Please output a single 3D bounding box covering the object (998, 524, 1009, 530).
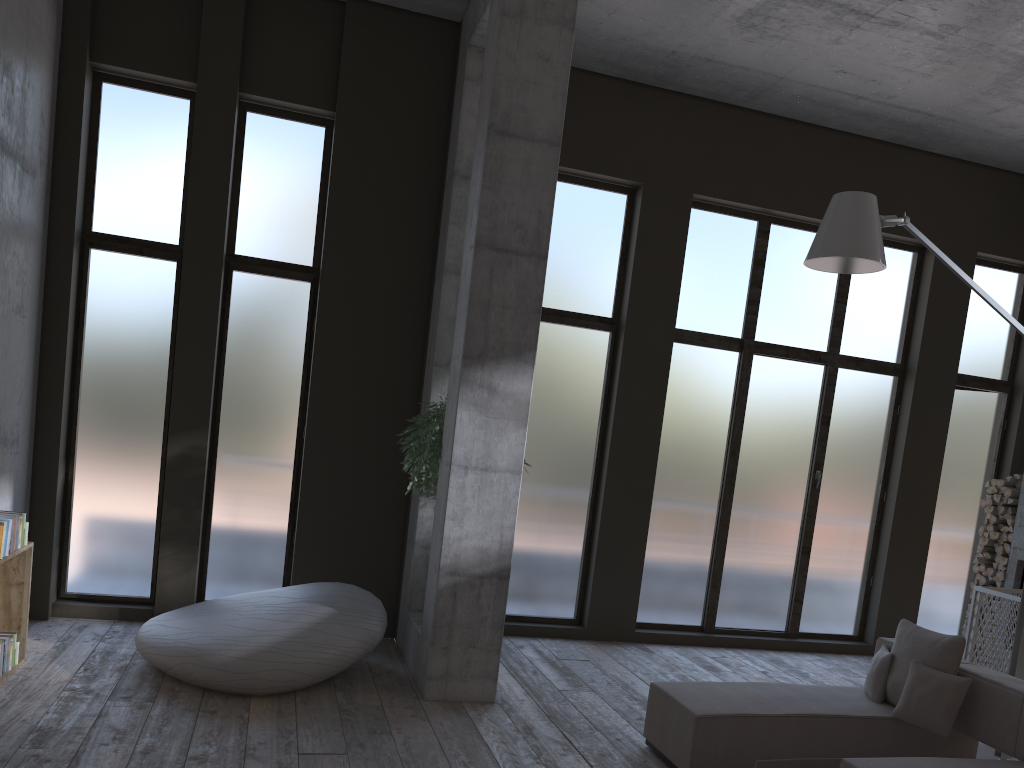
[{"bbox_3d":[5.298,1.532,9.240,0.364,0.087,0.100,8,0,-16],"label":"object"}]

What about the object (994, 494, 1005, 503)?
[{"bbox_3d":[5.274,1.218,9.189,0.481,0.084,0.093,8,0,-16],"label":"object"}]

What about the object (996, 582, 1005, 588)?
[{"bbox_3d":[5.232,2.114,9.143,0.427,0.086,0.066,8,2,-18],"label":"object"}]

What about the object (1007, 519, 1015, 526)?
[{"bbox_3d":[5.308,1.457,9.082,0.427,0.086,0.066,8,2,-18],"label":"object"}]

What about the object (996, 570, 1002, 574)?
[{"bbox_3d":[5.254,1.985,9.165,0.425,0.072,0.066,8,1,-16],"label":"object"}]

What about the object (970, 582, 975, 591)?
[{"bbox_3d":[5.110,2.206,9.446,0.366,0.109,0.087,7,2,-16],"label":"object"}]

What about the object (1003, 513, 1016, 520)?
[{"bbox_3d":[5.296,1.390,9.107,0.365,0.068,0.121,7,-1,-14],"label":"object"}]

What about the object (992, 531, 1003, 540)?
[{"bbox_3d":[5.264,1.612,9.205,0.481,0.084,0.092,8,0,-16],"label":"object"}]

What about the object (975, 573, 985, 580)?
[{"bbox_3d":[5.140,2.093,9.421,0.293,0.104,0.100,7,1,-14],"label":"object"}]

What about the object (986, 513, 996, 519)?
[{"bbox_3d":[5.217,1.435,9.360,0.293,0.104,0.100,7,1,-14],"label":"object"}]

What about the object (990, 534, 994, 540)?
[{"bbox_3d":[5.241,1.616,9.216,0.437,0.080,0.114,8,-1,-16],"label":"object"}]

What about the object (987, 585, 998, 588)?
[{"bbox_3d":[5.221,2.190,9.301,0.364,0.087,0.100,8,0,-16],"label":"object"}]

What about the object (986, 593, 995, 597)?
[{"bbox_3d":[5.193,2.201,9.193,0.457,0.090,0.090,7,1,-14],"label":"object"}]

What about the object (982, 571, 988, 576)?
[{"bbox_3d":[5.160,2.023,9.315,0.333,0.057,0.088,8,-1,-16],"label":"object"}]

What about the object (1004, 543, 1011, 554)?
[{"bbox_3d":[5.256,1.717,9.061,0.366,0.109,0.087,7,2,-16],"label":"object"}]

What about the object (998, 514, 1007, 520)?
[{"bbox_3d":[5.272,1.406,9.207,0.361,0.075,0.064,8,1,-17],"label":"object"}]

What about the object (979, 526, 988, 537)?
[{"bbox_3d":[5.177,1.593,9.407,0.365,0.127,0.063,7,3,-17],"label":"object"}]

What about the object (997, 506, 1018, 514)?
[{"bbox_3d":[5.283,1.335,9.164,0.457,0.090,0.090,8,1,-17],"label":"object"}]

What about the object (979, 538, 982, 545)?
[{"bbox_3d":[5.174,1.700,9.355,0.424,0.068,0.066,8,1,-16],"label":"object"}]

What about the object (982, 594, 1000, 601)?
[{"bbox_3d":[5.187,2.270,9.266,0.481,0.084,0.092,8,0,-16],"label":"object"}]

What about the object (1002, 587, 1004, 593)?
[{"bbox_3d":[5.242,2.144,9.093,0.427,0.086,0.066,8,2,-18],"label":"object"}]

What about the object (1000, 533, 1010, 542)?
[{"bbox_3d":[5.303,1.612,9.130,0.457,0.090,0.090,8,1,-16],"label":"object"}]

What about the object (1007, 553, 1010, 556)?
[{"bbox_3d":[5.311,1.773,9.105,0.364,0.087,0.100,8,0,-16],"label":"object"}]

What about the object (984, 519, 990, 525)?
[{"bbox_3d":[5.135,1.473,9.325,0.252,0.073,0.045,7,3,-16],"label":"object"}]

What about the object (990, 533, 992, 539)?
[{"bbox_3d":[5.245,1.624,9.279,0.424,0.068,0.066,8,1,-16],"label":"object"}]

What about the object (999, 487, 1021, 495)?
[{"bbox_3d":[5.260,1.127,9.135,0.364,0.085,0.103,8,0,-16],"label":"object"}]

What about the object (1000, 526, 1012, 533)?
[{"bbox_3d":[5.312,1.541,9.141,0.437,0.080,0.114,8,-1,-16],"label":"object"}]

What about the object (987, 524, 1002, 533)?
[{"bbox_3d":[5.251,1.546,9.309,0.439,0.094,0.091,8,1,-16],"label":"object"}]

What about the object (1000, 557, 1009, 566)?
[{"bbox_3d":[5.277,1.853,9.070,0.481,0.084,0.092,8,0,-16],"label":"object"}]

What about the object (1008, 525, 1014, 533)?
[{"bbox_3d":[5.316,1.512,9.060,0.424,0.073,0.070,8,1,-16],"label":"object"}]

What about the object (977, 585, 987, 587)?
[{"bbox_3d":[5.175,2.204,9.371,0.439,0.094,0.091,8,1,-16],"label":"object"}]

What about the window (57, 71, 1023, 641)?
[{"bbox_3d":[0.911,0.266,8.305,9.243,4.217,0.206,7,5,-17],"label":"window"}]

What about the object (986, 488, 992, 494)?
[{"bbox_3d":[5.253,1.156,9.343,0.365,0.069,0.121,7,-1,-14],"label":"object"}]

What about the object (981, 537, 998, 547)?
[{"bbox_3d":[5.193,1.688,9.280,0.481,0.084,0.092,8,0,-16],"label":"object"}]

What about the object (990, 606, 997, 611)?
[{"bbox_3d":[5.223,2.344,9.177,0.457,0.090,0.090,8,1,-16],"label":"object"}]

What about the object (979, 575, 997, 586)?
[{"bbox_3d":[5.120,2.094,9.319,0.295,0.108,0.097,7,1,-14],"label":"object"}]

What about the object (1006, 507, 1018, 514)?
[{"bbox_3d":[5.331,1.327,9.104,0.425,0.072,0.066,8,1,-16],"label":"object"}]

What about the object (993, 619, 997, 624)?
[{"bbox_3d":[5.204,2.482,9.150,0.424,0.073,0.070,8,1,-16],"label":"object"}]

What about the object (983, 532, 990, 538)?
[{"bbox_3d":[5.225,1.624,9.357,0.424,0.068,0.066,8,1,-16],"label":"object"}]

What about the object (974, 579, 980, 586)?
[{"bbox_3d":[5.058,2.130,9.386,0.252,0.073,0.045,7,3,-16],"label":"object"}]

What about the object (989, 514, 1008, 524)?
[{"bbox_3d":[5.197,1.437,9.258,0.295,0.108,0.097,7,1,-14],"label":"object"}]

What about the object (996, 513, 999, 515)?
[{"bbox_3d":[5.236,1.365,9.254,0.333,0.057,0.088,8,-1,-16],"label":"object"}]

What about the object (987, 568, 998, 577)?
[{"bbox_3d":[5.207,1.993,9.225,0.457,0.090,0.090,8,1,-17],"label":"object"}]

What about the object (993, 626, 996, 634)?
[{"bbox_3d":[5.209,2.577,9.135,0.439,0.093,0.091,8,1,-16],"label":"object"}]
